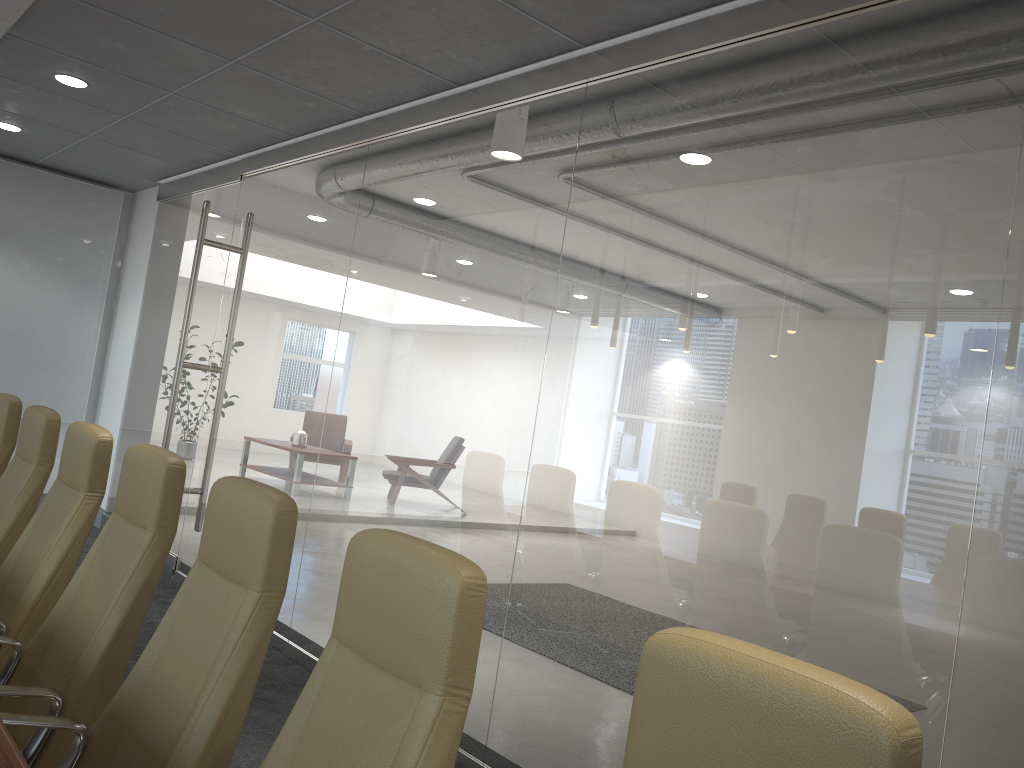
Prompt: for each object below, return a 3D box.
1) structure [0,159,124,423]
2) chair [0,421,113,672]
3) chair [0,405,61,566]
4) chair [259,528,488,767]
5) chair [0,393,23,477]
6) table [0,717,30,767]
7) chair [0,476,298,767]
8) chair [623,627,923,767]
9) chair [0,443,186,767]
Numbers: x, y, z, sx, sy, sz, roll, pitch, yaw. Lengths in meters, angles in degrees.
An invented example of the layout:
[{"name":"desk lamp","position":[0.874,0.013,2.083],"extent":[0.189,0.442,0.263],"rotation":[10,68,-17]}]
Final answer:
[{"name":"structure","position":[-2.369,-0.816,2.011],"extent":[6.600,2.466,13.989],"rotation":[11,-3,-40]},{"name":"chair","position":[-2.176,0.796,3.364],"extent":[0.955,1.406,0.711],"rotation":[11,-3,-40]},{"name":"chair","position":[-2.698,0.742,3.980],"extent":[0.955,1.406,0.711],"rotation":[11,-3,-40]},{"name":"chair","position":[-0.632,0.957,1.545],"extent":[0.955,1.406,0.711],"rotation":[11,-3,-40]},{"name":"chair","position":[-3.215,0.688,4.588],"extent":[0.955,1.406,0.711],"rotation":[11,-3,-40]},{"name":"table","position":[-2.676,0.915,1.898],"extent":[2.300,0.895,6.500],"rotation":[11,-3,-40]},{"name":"chair","position":[-1.146,0.903,2.151],"extent":[0.955,1.406,0.711],"rotation":[11,-3,-40]},{"name":"chair","position":[-0.056,1.021,0.971],"extent":[0.955,1.406,0.711],"rotation":[11,-3,-40]},{"name":"chair","position":[-1.663,0.850,2.759],"extent":[0.955,1.406,0.711],"rotation":[11,-3,-40]}]
